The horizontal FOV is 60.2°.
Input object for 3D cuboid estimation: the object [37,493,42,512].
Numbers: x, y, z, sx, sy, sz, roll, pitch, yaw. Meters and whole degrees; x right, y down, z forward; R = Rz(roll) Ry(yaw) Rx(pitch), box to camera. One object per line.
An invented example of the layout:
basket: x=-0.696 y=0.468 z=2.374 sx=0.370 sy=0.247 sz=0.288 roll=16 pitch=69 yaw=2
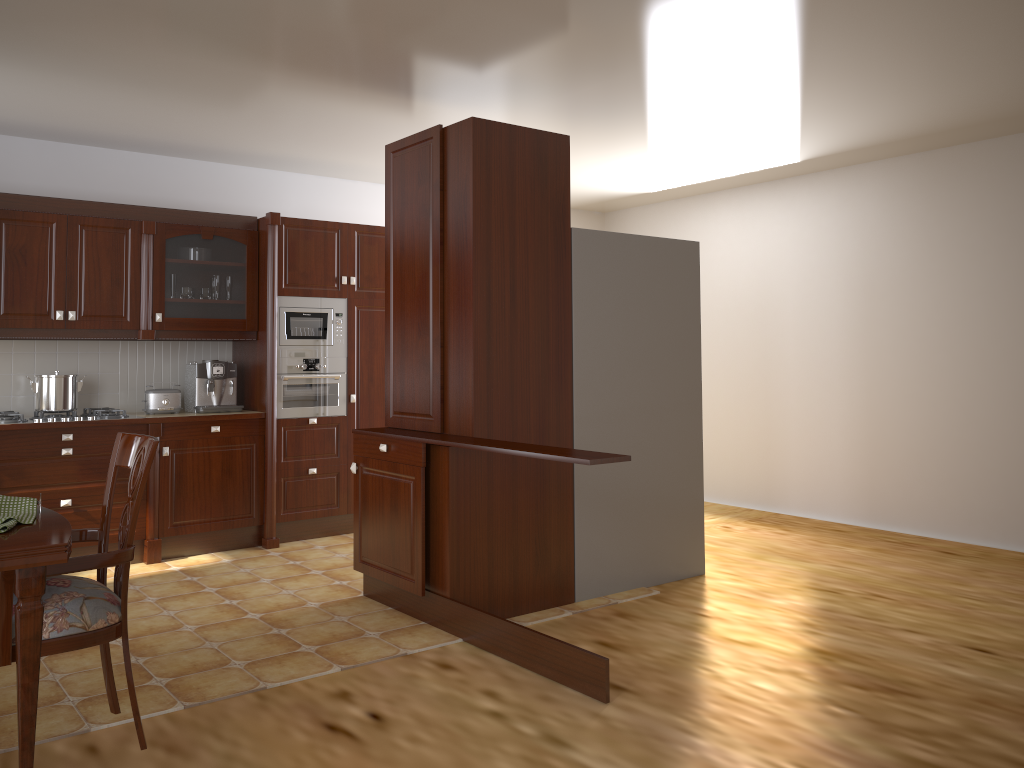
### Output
object: x=-1.262 y=0.302 z=2.215 sx=0.146 sy=0.047 sz=0.046 roll=-1 pitch=0 yaw=-24

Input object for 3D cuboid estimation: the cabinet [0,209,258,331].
cabinet: x=-2.287 y=-0.619 z=4.161 sx=2.780 sy=0.781 sz=1.367 roll=-1 pitch=1 yaw=-38

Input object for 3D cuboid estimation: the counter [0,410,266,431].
counter: x=-2.404 y=0.228 z=4.279 sx=2.782 sy=0.032 sz=1.822 roll=-2 pitch=2 yaw=-38

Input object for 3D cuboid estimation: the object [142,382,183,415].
object: x=-2.098 y=0.085 z=5.316 sx=0.243 sy=0.189 sz=0.140 roll=0 pitch=-1 yaw=-37

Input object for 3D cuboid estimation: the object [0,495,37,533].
object: x=-1.257 y=0.300 z=2.169 sx=0.166 sy=0.056 sz=0.527 roll=-1 pitch=2 yaw=-24

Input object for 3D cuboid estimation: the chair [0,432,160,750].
chair: x=-1.126 y=0.515 z=2.162 sx=0.459 sy=0.748 sz=0.404 roll=1 pitch=-2 yaw=-37

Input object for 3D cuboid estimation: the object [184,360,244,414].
object: x=-1.853 y=0.012 z=5.496 sx=0.274 sy=0.323 sz=0.323 roll=0 pitch=-1 yaw=-38

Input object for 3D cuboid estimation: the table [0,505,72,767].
table: x=-1.774 y=0.624 z=1.658 sx=1.677 sy=0.560 sz=0.734 roll=-1 pitch=1 yaw=-38

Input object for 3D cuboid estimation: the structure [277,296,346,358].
structure: x=-1.369 y=-0.364 z=5.742 sx=0.495 sy=0.387 sz=0.316 roll=0 pitch=-1 yaw=-38

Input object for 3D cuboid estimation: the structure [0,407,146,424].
structure: x=-2.545 y=0.174 z=4.938 sx=0.815 sy=0.046 sz=0.590 roll=-2 pitch=2 yaw=-38

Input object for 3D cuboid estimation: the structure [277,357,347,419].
structure: x=-1.270 y=0.021 z=5.599 sx=0.494 sy=0.376 sz=0.041 roll=0 pitch=-2 yaw=-37
